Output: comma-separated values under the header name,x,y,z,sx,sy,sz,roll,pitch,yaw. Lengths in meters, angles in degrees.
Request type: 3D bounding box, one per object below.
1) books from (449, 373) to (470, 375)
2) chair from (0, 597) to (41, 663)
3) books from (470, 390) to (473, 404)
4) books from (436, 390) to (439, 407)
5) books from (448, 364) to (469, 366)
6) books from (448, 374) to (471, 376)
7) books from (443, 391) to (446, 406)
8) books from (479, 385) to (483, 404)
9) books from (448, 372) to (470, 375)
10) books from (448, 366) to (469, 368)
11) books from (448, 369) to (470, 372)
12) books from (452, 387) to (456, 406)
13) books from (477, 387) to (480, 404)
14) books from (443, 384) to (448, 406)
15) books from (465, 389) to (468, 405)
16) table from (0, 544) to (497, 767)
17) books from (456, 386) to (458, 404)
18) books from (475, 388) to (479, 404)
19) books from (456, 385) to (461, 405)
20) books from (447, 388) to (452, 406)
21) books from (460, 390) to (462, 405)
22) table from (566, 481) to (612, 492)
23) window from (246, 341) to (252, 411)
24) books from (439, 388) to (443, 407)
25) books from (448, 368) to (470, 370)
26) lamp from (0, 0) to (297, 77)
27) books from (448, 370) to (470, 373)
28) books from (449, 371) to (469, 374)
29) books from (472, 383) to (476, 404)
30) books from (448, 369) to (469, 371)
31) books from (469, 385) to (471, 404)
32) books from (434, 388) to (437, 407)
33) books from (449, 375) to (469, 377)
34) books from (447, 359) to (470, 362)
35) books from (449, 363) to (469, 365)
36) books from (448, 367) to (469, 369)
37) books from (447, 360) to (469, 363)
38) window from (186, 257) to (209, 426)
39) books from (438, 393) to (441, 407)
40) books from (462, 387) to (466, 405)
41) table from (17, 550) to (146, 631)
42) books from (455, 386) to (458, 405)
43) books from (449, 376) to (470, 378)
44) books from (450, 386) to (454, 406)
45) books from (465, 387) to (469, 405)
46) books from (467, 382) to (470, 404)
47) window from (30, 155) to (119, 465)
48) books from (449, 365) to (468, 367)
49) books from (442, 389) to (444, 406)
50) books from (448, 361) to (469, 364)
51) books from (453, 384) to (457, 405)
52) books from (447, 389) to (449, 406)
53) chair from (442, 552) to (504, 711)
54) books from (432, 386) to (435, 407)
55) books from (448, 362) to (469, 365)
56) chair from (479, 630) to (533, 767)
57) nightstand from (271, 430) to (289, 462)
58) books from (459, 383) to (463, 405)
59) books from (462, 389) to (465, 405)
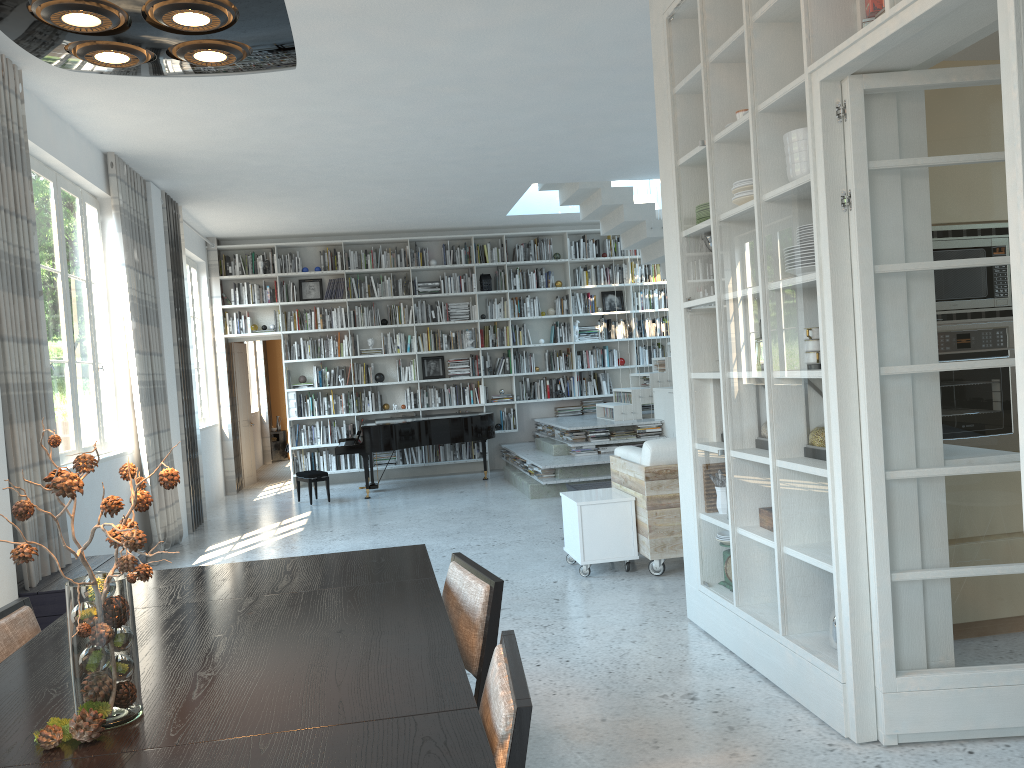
name,x,y,z,sx,sy,sz,roll,pitch,yaw
books,-0.706,-0.130,11.796,0.285,0.012,0.159,-4,1,-10
chair,-1.135,1.007,2.437,0.570,0.783,0.480,-4,2,-4
books,-0.542,0.177,11.807,0.023,0.183,0.169,-4,1,-9
books,-0.994,0.192,11.737,0.023,0.217,0.174,-4,2,-9
books,-0.713,-0.249,11.787,0.254,0.012,0.161,-4,1,-12
books,-0.703,-0.118,11.786,0.285,0.012,0.159,-4,1,-14
books,-0.901,0.196,11.752,0.023,0.196,0.165,-4,2,-9
books,-0.416,0.136,11.823,0.033,0.246,0.176,-4,2,-9
books,-0.705,-0.142,11.786,0.285,0.012,0.159,-4,1,-4
books,-0.710,-0.225,11.783,0.285,0.012,0.159,-4,1,-4
books,-0.709,-0.177,11.794,0.285,0.012,0.159,-4,1,-8
books,-0.775,0.162,11.774,0.026,0.245,0.191,-4,2,-9
books,-0.449,0.153,11.823,0.011,0.216,0.166,-4,2,-9
books,-0.882,0.146,11.767,0.026,0.292,0.152,-4,2,-9
books,-0.617,0.171,11.800,0.023,0.204,0.167,-4,2,-9
table,-0.659,1.005,2.119,1.086,0.736,2.198,-4,1,-9
books,-0.734,0.151,11.787,0.010,0.261,0.181,-4,2,-9
books,-0.475,0.157,11.818,0.042,0.212,0.169,-4,2,-9
books,-0.714,0.148,11.783,0.028,0.264,0.161,-4,2,-9
books,-0.829,0.170,11.778,0.031,0.237,0.159,-4,2,-9
books,-0.690,0.177,11.802,0.021,0.203,0.128,-4,2,-9
table,1.243,1.022,7.998,1.269,0.218,1.257,-4,1,-9
window,-4.275,-0.522,13.907,0.073,2.010,1.982,-4,1,-9
books,-0.942,0.178,11.748,0.029,0.238,0.165,-4,2,-9
books,-0.709,-0.201,11.784,0.285,0.012,0.159,-4,1,-4
lamp,-0.733,-1.263,1.672,0.530,1.222,0.796,-4,2,-9
books,-0.708,-0.165,11.797,0.285,0.012,0.159,-4,1,-9
books,-0.706,-0.154,11.786,0.254,0.012,0.161,-4,1,-14
books,-0.512,0.130,11.823,0.026,0.272,0.175,-4,2,-9
books,-0.709,-0.189,11.791,0.285,0.012,0.159,-4,1,-7
books,-0.566,0.141,11.827,0.014,0.256,0.145,-4,2,-9
books,-1.021,0.180,11.755,0.021,0.244,0.141,-4,2,-9
books,-0.704,-0.106,11.794,0.254,0.012,0.161,-4,1,-7
books,-0.716,-0.310,11.780,0.285,0.012,0.159,-4,1,-14
books,-0.713,-0.261,11.785,0.254,0.012,0.161,-4,1,-13
books,-0.709,-0.213,11.784,0.254,0.012,0.161,-4,1,-14
books,-0.717,-0.298,11.788,0.285,0.012,0.159,-4,1,-7
window,-3.654,-0.491,9.988,0.073,2.010,1.982,-4,1,-9
books,-0.967,0.207,11.737,0.029,0.184,0.174,-4,1,-9
books,-0.638,0.157,11.808,0.014,0.235,0.154,-4,2,-9
table,-2.384,1.231,4.865,0.523,0.415,0.925,-4,1,-9
books,-0.746,0.156,11.796,0.011,0.252,0.158,-4,2,-9
books,-0.702,-0.094,11.790,0.254,0.012,0.161,-4,1,-13
books,-0.804,0.159,11.797,0.025,0.254,0.136,-4,2,-9
books,-0.595,0.155,11.803,0.023,0.234,0.174,-4,2,-9
books,-0.580,0.124,11.817,0.014,0.294,0.137,-4,2,-9
window,-20.498,-6.756,12.655,32.801,18.547,18.526,-4,1,-5
books,-0.712,-0.237,11.788,0.254,0.012,0.161,-4,1,-6
books,-0.922,0.180,11.761,0.013,0.230,0.138,-4,2,-9
books,-0.715,-0.286,11.784,0.254,0.012,0.161,-4,1,-13
books,-0.760,0.140,11.800,0.014,0.286,0.134,-4,2,-9
books,-0.856,0.180,11.781,0.025,0.220,0.140,-4,2,-9
chair,-0.336,0.950,2.562,0.570,0.783,0.480,-4,2,-19
books,-1.036,0.162,11.733,0.013,0.282,0.166,-4,2,-9
books,-0.715,-0.274,11.786,0.254,0.012,0.161,-4,1,-12
chair,-0.237,0.959,1.739,0.570,0.783,0.480,-4,2,-4
nightstand,-4.263,1.096,15.532,0.650,0.518,0.430,-4,2,-6
books,-0.676,0.129,11.793,0.012,0.297,0.177,-4,2,-9
books,-0.654,0.172,11.795,0.024,0.207,0.183,-4,2,-9
